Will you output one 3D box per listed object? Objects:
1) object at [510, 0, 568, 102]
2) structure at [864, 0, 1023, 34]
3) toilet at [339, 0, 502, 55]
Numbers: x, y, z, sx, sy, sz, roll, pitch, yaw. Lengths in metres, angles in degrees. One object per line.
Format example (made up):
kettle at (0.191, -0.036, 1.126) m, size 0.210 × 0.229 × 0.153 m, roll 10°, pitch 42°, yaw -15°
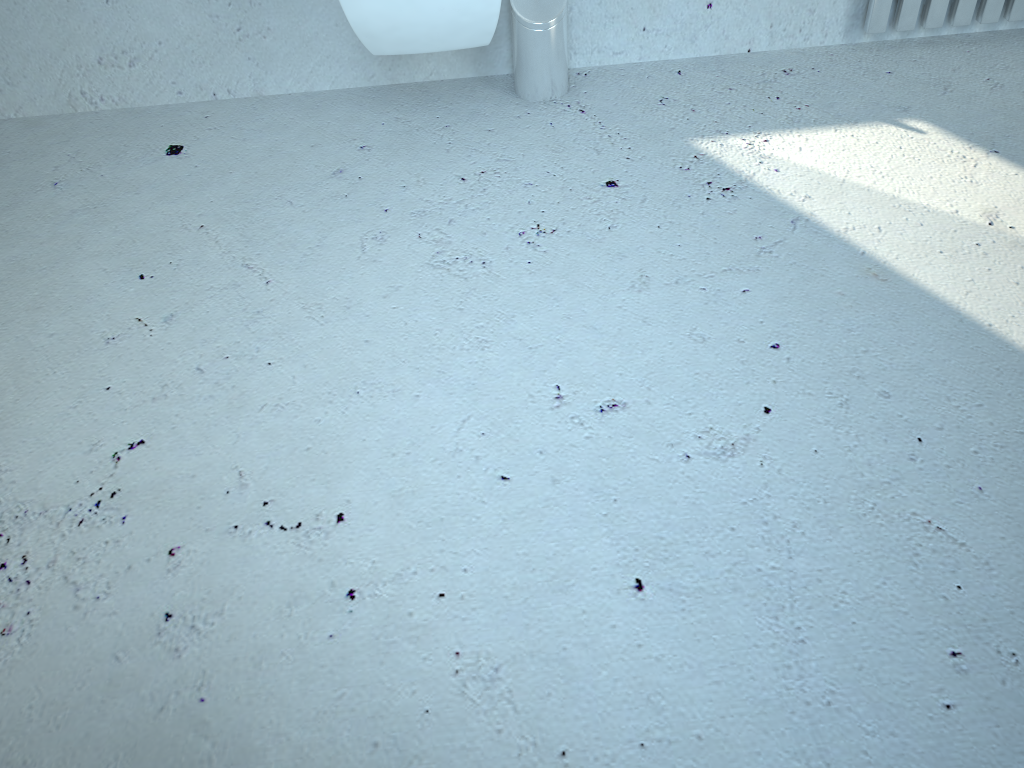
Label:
object at (0.054, -0.813, 1.840) m, size 0.119 × 0.424 × 0.119 m, roll 8°, pitch 45°, yaw 13°
structure at (1.015, -1.559, 1.338) m, size 0.556 × 2.000 × 0.057 m, roll -5°, pitch 43°, yaw -1°
toilet at (-0.167, -0.769, 1.688) m, size 0.284 × 0.205 × 0.445 m, roll -5°, pitch 43°, yaw -1°
